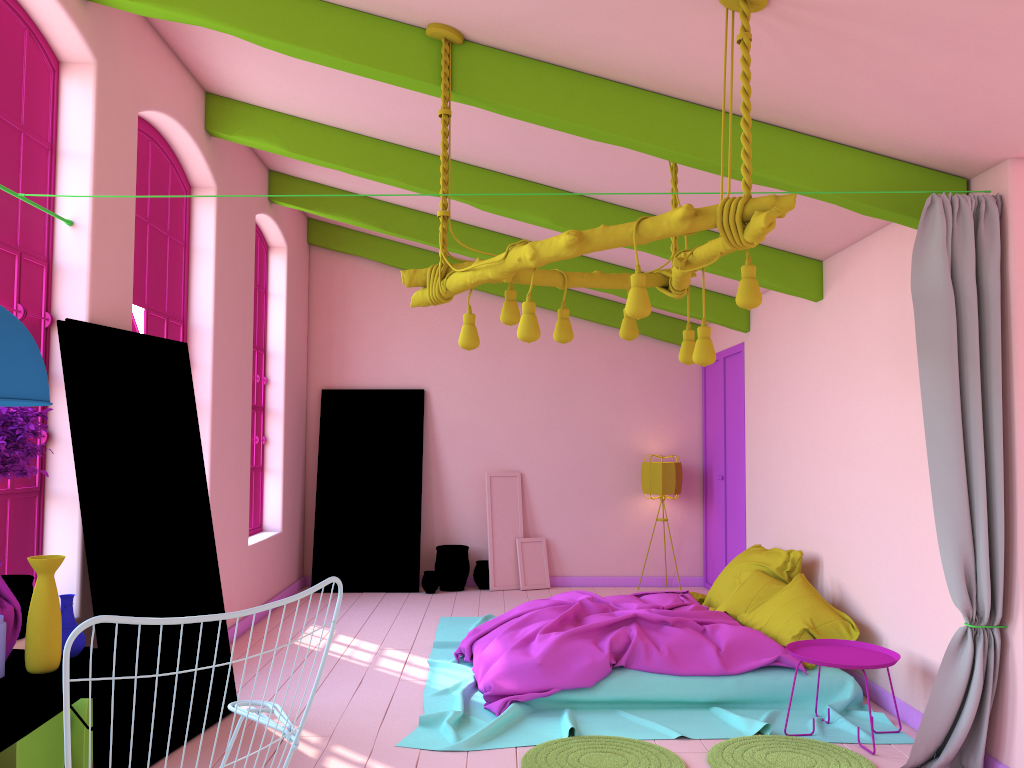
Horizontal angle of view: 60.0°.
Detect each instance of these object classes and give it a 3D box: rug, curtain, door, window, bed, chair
[{"bbox_3d":[1.386,1.887,4.410,0.792,0.021,0.793,-2,-4,26],"label":"rug"},{"bbox_3d":[2.140,0.499,4.290,0.518,2.783,0.525,2,-3,-20],"label":"curtain"},{"bbox_3d":[2.194,0.948,9.212,0.108,2.589,1.678,0,-3,-1],"label":"door"},{"bbox_3d":[-2.437,-0.231,5.887,0.214,3.007,1.515,0,-3,-1],"label":"window"},{"bbox_3d":[-1.930,0.809,4.809,0.450,2.209,1.154,0,-3,9],"label":"door"},{"bbox_3d":[-2.380,-0.370,3.983,0.072,3.045,1.276,0,-3,-1],"label":"window"},{"bbox_3d":[-2.480,-0.074,8.344,0.072,3.045,1.276,0,-3,-1],"label":"window"},{"bbox_3d":[0.743,1.781,6.416,2.802,0.513,3.579,0,-4,-1],"label":"bed"},{"bbox_3d":[-1.025,1.129,2.306,0.925,1.237,1.079,-2,-4,33],"label":"chair"},{"bbox_3d":[0.451,1.881,4.389,0.792,0.021,0.793,2,-4,-19],"label":"rug"},{"bbox_3d":[-1.565,1.146,9.730,1.153,2.209,0.450,0,-3,-1],"label":"door"}]

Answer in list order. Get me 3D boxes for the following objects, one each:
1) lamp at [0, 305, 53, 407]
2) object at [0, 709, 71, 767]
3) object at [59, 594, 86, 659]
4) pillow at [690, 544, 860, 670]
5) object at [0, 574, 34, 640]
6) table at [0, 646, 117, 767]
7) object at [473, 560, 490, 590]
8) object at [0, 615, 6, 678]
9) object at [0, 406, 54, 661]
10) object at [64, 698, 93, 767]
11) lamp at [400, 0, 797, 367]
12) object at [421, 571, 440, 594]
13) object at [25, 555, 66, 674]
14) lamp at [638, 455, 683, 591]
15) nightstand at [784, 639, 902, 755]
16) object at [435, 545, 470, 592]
[{"bbox_3d":[-1.509,-0.950,2.406,0.529,2.001,0.529,-2,-4,30],"label":"lamp"},{"bbox_3d":[-2.055,1.468,3.698,0.218,0.733,0.451,0,-3,-1],"label":"object"},{"bbox_3d":[-1.614,0.876,3.209,0.132,0.219,0.132,-1,-4,15],"label":"object"},{"bbox_3d":[1.826,1.642,6.707,0.848,0.821,2.619,1,-4,-12],"label":"pillow"},{"bbox_3d":[-2.276,1.008,3.996,0.223,0.272,0.223,1,-4,-14],"label":"object"},{"bbox_3d":[-1.791,1.325,2.240,0.655,0.820,2.194,0,-4,-1],"label":"table"},{"bbox_3d":[-0.302,2.104,9.764,0.260,0.306,0.261,-2,-4,31],"label":"object"},{"bbox_3d":[-1.740,0.872,2.938,0.109,0.197,0.109,-2,-4,36],"label":"object"},{"bbox_3d":[-1.857,0.505,3.080,0.441,0.950,0.503,3,-4,-41],"label":"object"},{"bbox_3d":[-1.989,1.624,4.019,0.137,0.462,0.284,1,-4,-16],"label":"object"},{"bbox_3d":[0.472,-1.207,3.942,1.611,2.263,1.776,2,-4,-19],"label":"lamp"},{"bbox_3d":[-0.869,2.116,9.456,0.199,0.234,0.199,3,-4,-34],"label":"object"},{"bbox_3d":[-1.590,0.782,3.016,0.116,0.382,0.116,2,-4,-27],"label":"object"},{"bbox_3d":[1.665,1.510,9.709,0.491,1.465,0.477,-2,-4,29],"label":"lamp"},{"bbox_3d":[1.827,1.704,4.899,0.596,0.458,0.596,-2,-5,36],"label":"nightstand"},{"bbox_3d":[-0.653,2.009,9.687,0.386,0.470,0.386,-3,-5,41],"label":"object"}]
